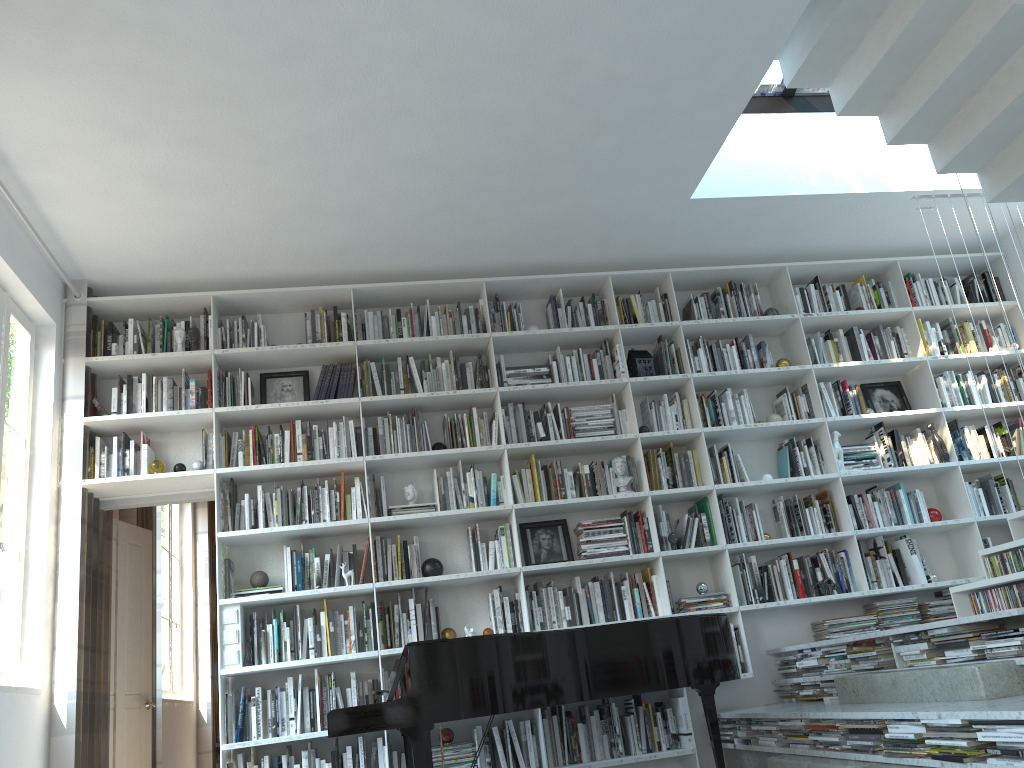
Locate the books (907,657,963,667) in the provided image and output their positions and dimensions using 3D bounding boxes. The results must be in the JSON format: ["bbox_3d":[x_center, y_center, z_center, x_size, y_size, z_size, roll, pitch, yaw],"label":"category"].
[{"bbox_3d":[1.932,1.270,4.051,0.132,0.016,0.263,-6,-19,-5],"label":"books"}]

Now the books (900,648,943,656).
[{"bbox_3d":[1.906,1.222,4.065,0.177,0.015,0.188,-6,-19,-5],"label":"books"}]

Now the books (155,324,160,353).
[{"bbox_3d":[-2.166,-0.223,5.462,0.030,0.256,0.130,-4,-19,-10],"label":"books"}]

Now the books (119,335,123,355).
[{"bbox_3d":[-2.367,-0.180,5.414,0.031,0.195,0.145,-4,-19,-10],"label":"books"}]

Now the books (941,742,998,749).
[{"bbox_3d":[1.604,1.239,3.061,0.154,0.014,0.197,-4,-20,-10],"label":"books"}]

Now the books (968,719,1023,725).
[{"bbox_3d":[1.609,1.057,2.800,0.192,0.014,0.257,-3,-20,-14],"label":"books"}]

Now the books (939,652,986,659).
[{"bbox_3d":[1.966,1.150,3.771,0.154,0.007,0.293,-5,-19,-7],"label":"books"}]

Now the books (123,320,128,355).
[{"bbox_3d":[-2.350,-0.227,5.417,0.010,0.280,0.161,-4,-19,-10],"label":"books"}]

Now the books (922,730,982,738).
[{"bbox_3d":[1.580,1.204,3.070,0.168,0.013,0.282,-2,-20,-15],"label":"books"}]

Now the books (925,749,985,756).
[{"bbox_3d":[1.583,1.256,3.052,0.191,0.006,0.276,-5,-20,-8],"label":"books"}]

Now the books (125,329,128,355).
[{"bbox_3d":[-2.331,-0.200,5.419,0.024,0.226,0.158,-4,-19,-10],"label":"books"}]

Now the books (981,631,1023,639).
[{"bbox_3d":[2.010,0.994,3.535,0.132,0.009,0.270,-5,-19,-6],"label":"books"}]

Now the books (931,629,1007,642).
[{"bbox_3d":[1.949,1.076,3.795,0.168,0.013,0.282,-3,-20,-13],"label":"books"}]

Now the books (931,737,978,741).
[{"bbox_3d":[1.593,1.218,3.067,0.150,0.004,0.291,-5,-19,-6],"label":"books"}]

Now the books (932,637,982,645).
[{"bbox_3d":[1.949,1.092,3.789,0.187,0.009,0.251,-4,-20,-10],"label":"books"}]

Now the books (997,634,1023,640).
[{"bbox_3d":[2.037,1.001,3.537,0.091,0.011,0.190,-3,-20,-12],"label":"books"}]

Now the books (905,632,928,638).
[{"bbox_3d":[1.918,1.151,4.092,0.134,0.014,0.182,-6,-19,-5],"label":"books"}]

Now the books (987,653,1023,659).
[{"bbox_3d":[2.023,1.068,3.510,0.144,0.009,0.250,-4,-20,-10],"label":"books"}]

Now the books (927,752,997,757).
[{"bbox_3d":[1.590,1.262,3.051,0.178,0.009,0.278,-3,-20,-12],"label":"books"}]

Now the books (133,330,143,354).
[{"bbox_3d":[-2.273,-0.201,5.407,0.030,0.205,0.176,-4,-19,-10],"label":"books"}]

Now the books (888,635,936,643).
[{"bbox_3d":[1.890,1.167,4.083,0.192,0.014,0.257,-3,-20,-14],"label":"books"}]

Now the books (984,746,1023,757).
[{"bbox_3d":[1.623,1.138,2.772,0.187,0.017,0.206,-6,-19,-5],"label":"books"}]

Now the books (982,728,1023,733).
[{"bbox_3d":[1.626,1.079,2.794,0.165,0.015,0.244,-5,-19,-6],"label":"books"}]

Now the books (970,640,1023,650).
[{"bbox_3d":[1.995,1.027,3.521,0.184,0.014,0.298,-4,-20,-11],"label":"books"}]

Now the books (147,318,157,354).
[{"bbox_3d":[-2.199,-0.239,5.443,0.039,0.281,0.182,-4,-19,-10],"label":"books"}]

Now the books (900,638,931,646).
[{"bbox_3d":[1.915,1.179,4.082,0.145,0.017,0.209,-2,-20,-15],"label":"books"}]

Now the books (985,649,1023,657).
[{"bbox_3d":[2.006,1.059,3.511,0.161,0.014,0.213,-5,-19,-6],"label":"books"}]

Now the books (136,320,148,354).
[{"bbox_3d":[-2.243,-0.232,5.416,0.057,0.261,0.191,-4,-19,-10],"label":"books"}]

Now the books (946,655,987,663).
[{"bbox_3d":[1.971,1.162,3.767,0.142,0.020,0.231,-6,-19,-5],"label":"books"}]

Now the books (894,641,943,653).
[{"bbox_3d":[1.908,1.202,4.073,0.174,0.029,0.251,-3,-20,-12],"label":"books"}]

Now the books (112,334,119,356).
[{"bbox_3d":[-2.392,-0.182,5.384,0.028,0.186,0.182,-4,-19,-10],"label":"books"}]

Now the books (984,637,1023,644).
[{"bbox_3d":[2.017,1.014,3.529,0.137,0.012,0.243,-4,-20,-9],"label":"books"}]

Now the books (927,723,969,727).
[{"bbox_3d":[1.575,1.173,3.081,0.178,0.010,0.196,-6,-19,-5],"label":"books"}]

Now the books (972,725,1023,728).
[{"bbox_3d":[1.618,1.068,2.797,0.176,0.010,0.267,-3,-20,-14],"label":"books"}]

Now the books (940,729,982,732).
[{"bbox_3d":[1.600,1.193,3.078,0.133,0.009,0.210,-5,-19,-6],"label":"books"}]

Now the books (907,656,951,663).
[{"bbox_3d":[1.939,1.256,4.058,0.136,0.013,0.259,-4,-20,-10],"label":"books"}]

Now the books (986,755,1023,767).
[{"bbox_3d":[1.633,1.167,2.763,0.184,0.017,0.231,-5,-20,-8],"label":"books"}]

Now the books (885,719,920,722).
[{"bbox_3d":[1.545,1.265,3.368,0.157,0.014,0.216,-5,-20,-8],"label":"books"}]

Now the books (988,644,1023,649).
[{"bbox_3d":[2.016,1.035,3.521,0.134,0.006,0.228,-5,-19,-6],"label":"books"}]

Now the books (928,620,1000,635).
[{"bbox_3d":[1.932,1.047,3.803,0.189,0.022,0.238,-6,-19,-5],"label":"books"}]

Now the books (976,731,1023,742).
[{"bbox_3d":[1.629,1.099,2.788,0.156,0.027,0.288,-2,-20,-15],"label":"books"}]

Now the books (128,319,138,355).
[{"bbox_3d":[-2.308,-0.232,5.423,0.028,0.282,0.190,-4,-19,-10],"label":"books"}]

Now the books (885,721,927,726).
[{"bbox_3d":[1.547,1.277,3.364,0.139,0.013,0.289,-6,-19,-5],"label":"books"}]

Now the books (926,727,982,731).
[{"bbox_3d":[1.586,1.187,3.077,0.175,0.006,0.252,-4,-20,-10],"label":"books"}]

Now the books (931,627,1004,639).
[{"bbox_3d":[1.949,1.067,3.798,0.171,0.007,0.261,-3,-20,-12],"label":"books"}]

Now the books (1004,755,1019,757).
[{"bbox_3d":[1.660,1.150,2.774,0.132,0.014,0.206,-4,-20,-10],"label":"books"}]

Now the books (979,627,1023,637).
[{"bbox_3d":[2.005,0.984,3.538,0.149,0.014,0.229,-3,-20,-12],"label":"books"}]

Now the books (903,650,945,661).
[{"bbox_3d":[1.919,1.240,4.060,0.167,0.024,0.193,-4,-20,-9],"label":"books"}]

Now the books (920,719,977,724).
[{"bbox_3d":[1.572,1.160,3.085,0.182,0.016,0.257,-5,-19,-7],"label":"books"}]

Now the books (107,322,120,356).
[{"bbox_3d":[-2.423,-0.219,5.392,0.025,0.268,0.178,-4,-19,-10],"label":"books"}]

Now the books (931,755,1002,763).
[{"bbox_3d":[1.581,1.274,3.045,0.191,0.016,0.209,-6,-19,-5],"label":"books"}]

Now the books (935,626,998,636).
[{"bbox_3d":[1.948,1.060,3.801,0.170,0.008,0.209,-5,-19,-7],"label":"books"}]

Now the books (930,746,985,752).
[{"bbox_3d":[1.597,1.249,3.057,0.170,0.006,0.269,-4,-20,-10],"label":"books"}]

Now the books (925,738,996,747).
[{"bbox_3d":[1.582,1.227,3.062,0.191,0.015,0.247,-4,-20,-9],"label":"books"}]

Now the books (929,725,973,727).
[{"bbox_3d":[1.596,1.179,3.082,0.133,0.008,0.285,-3,-20,-14],"label":"books"}]

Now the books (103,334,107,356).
[{"bbox_3d":[-2.443,-0.181,5.381,0.024,0.194,0.168,-4,-19,-10],"label":"books"}]

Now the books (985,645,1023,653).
[{"bbox_3d":[2.010,1.045,3.517,0.152,0.015,0.208,-3,-20,-13],"label":"books"}]

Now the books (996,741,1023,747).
[{"bbox_3d":[1.651,1.119,2.784,0.137,0.019,0.225,-4,-20,-9],"label":"books"}]

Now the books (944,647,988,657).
[{"bbox_3d":[1.969,1.133,3.777,0.155,0.028,0.190,-4,-20,-9],"label":"books"}]

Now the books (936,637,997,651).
[{"bbox_3d":[1.956,1.108,3.784,0.177,0.026,0.231,-4,-20,-10],"label":"books"}]
